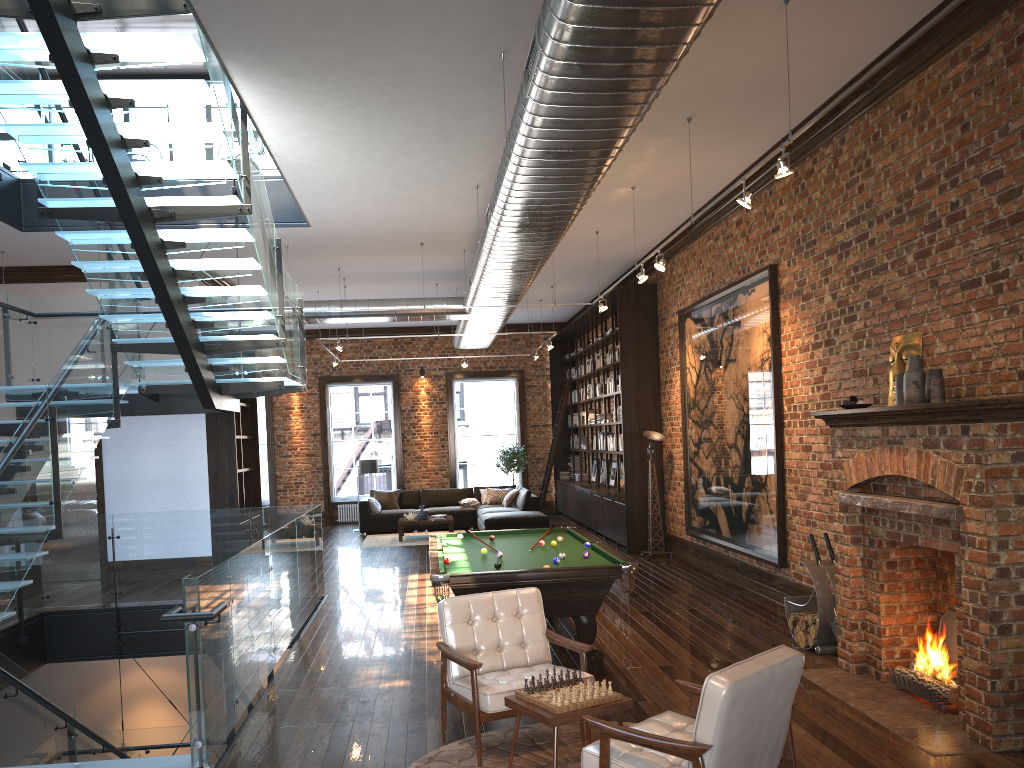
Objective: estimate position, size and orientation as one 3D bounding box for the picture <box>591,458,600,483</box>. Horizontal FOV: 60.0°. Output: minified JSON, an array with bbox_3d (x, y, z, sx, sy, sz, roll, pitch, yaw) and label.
[{"bbox_3d":[1.721,1.797,18.383,0.112,0.498,0.508,-2,-1,-6],"label":"picture"}]

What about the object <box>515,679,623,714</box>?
[{"bbox_3d":[0.280,1.557,4.436,0.387,0.028,0.389,0,-4,-30],"label":"object"}]

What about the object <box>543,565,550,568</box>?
[{"bbox_3d":[0.257,1.368,6.564,0.057,0.057,0.057,-3,-1,12],"label":"object"}]

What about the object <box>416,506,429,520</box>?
[{"bbox_3d":[-1.672,2.395,16.497,0.216,0.251,0.215,-3,-1,27],"label":"object"}]

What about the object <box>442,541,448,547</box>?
[{"bbox_3d":[-0.638,1.516,8.403,0.057,0.057,0.057,-2,-1,-7],"label":"object"}]

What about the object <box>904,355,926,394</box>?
[{"bbox_3d":[2.738,-0.020,6.024,0.145,0.350,0.145,-2,1,31],"label":"object"}]

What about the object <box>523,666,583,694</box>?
[{"bbox_3d":[0.212,1.504,4.546,0.334,0.101,0.076,-1,-1,-30],"label":"object"}]

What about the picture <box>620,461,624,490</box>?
[{"bbox_3d":[1.979,1.624,15.698,0.112,0.498,0.508,-2,-1,-6],"label":"picture"}]

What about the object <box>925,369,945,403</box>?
[{"bbox_3d":[2.788,0.021,5.848,0.120,0.243,0.120,-2,0,14],"label":"object"}]

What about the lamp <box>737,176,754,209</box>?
[{"bbox_3d":[1.630,-1.341,6.222,0.114,0.230,0.113,-3,1,-31],"label":"lamp"}]

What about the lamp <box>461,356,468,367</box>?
[{"bbox_3d":[-1.006,-0.473,18.789,0.113,0.230,0.114,-3,1,-36],"label":"lamp"}]

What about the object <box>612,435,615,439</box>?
[{"bbox_3d":[1.880,1.058,15.975,0.166,0.283,0.015,-2,1,-5],"label":"object"}]

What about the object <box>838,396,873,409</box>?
[{"bbox_3d":[2.464,0.134,6.357,0.237,0.105,0.237,-3,-3,5],"label":"object"}]

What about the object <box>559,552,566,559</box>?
[{"bbox_3d":[0.410,1.403,7.237,0.057,0.057,0.057,-3,-1,34],"label":"object"}]

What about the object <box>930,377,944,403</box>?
[{"bbox_3d":[2.745,0.048,5.725,0.082,0.179,0.081,-2,1,37],"label":"object"}]

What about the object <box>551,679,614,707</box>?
[{"bbox_3d":[0.344,1.486,4.323,0.334,0.101,0.076,-1,-1,-30],"label":"object"}]

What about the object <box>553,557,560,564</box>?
[{"bbox_3d":[0.350,1.389,6.969,0.057,0.057,0.057,-2,-1,-1],"label":"object"}]

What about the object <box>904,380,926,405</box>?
[{"bbox_3d":[2.641,0.061,5.814,0.136,0.169,0.136,-3,-1,37],"label":"object"}]

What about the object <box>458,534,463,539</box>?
[{"bbox_3d":[-0.521,1.546,8.985,0.057,0.058,0.057,-2,-1,-5],"label":"object"}]

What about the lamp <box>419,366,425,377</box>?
[{"bbox_3d":[-2.044,-0.273,20.178,0.126,0.237,0.155,-2,0,-6],"label":"lamp"}]

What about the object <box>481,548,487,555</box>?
[{"bbox_3d":[-0.242,1.459,7.734,0.057,0.057,0.057,-3,-1,31],"label":"object"}]

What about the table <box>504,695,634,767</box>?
[{"bbox_3d":[0.287,1.813,4.435,0.516,0.495,0.463,-2,-1,-31],"label":"table"}]

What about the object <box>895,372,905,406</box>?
[{"bbox_3d":[2.733,0.039,6.172,0.118,0.250,0.118,-2,1,42],"label":"object"}]

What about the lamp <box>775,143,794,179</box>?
[{"bbox_3d":[1.696,-1.394,5.535,0.117,0.213,0.116,-2,0,36],"label":"lamp"}]

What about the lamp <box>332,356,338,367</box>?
[{"bbox_3d":[-3.480,-0.451,17.486,0.114,0.230,0.113,-2,1,35],"label":"lamp"}]

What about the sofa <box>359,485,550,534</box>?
[{"bbox_3d":[-1.235,2.486,17.147,3.498,0.804,3.454,-2,-3,-6],"label":"sofa"}]

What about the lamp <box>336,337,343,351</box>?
[{"bbox_3d":[-2.849,-0.652,14.596,0.114,0.230,0.113,-2,0,15],"label":"lamp"}]

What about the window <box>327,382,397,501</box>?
[{"bbox_3d":[-3.442,1.344,20.479,1.519,2.756,0.155,-2,1,-5],"label":"window"}]

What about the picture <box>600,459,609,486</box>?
[{"bbox_3d":[1.815,1.734,17.406,0.112,0.498,0.508,-2,-1,-6],"label":"picture"}]

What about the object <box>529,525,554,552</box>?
[{"bbox_3d":[0.294,1.480,8.576,0.028,0.072,1.606,-2,-3,10],"label":"object"}]

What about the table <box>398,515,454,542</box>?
[{"bbox_3d":[-1.603,2.695,16.580,1.000,0.345,1.002,-2,-3,-6],"label":"table"}]

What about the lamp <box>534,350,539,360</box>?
[{"bbox_3d":[0.498,-0.590,17.866,0.113,0.230,0.113,-2,1,34],"label":"lamp"}]

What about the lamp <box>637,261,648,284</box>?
[{"bbox_3d":[1.349,-1.152,9.149,0.114,0.230,0.113,-3,1,-26],"label":"lamp"}]

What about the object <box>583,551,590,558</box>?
[{"bbox_3d":[0.606,1.395,7.239,0.057,0.057,0.057,-3,-1,16],"label":"object"}]

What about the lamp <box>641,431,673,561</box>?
[{"bbox_3d":[2.054,1.574,12.638,0.425,1.829,0.505,-2,1,0],"label":"lamp"}]

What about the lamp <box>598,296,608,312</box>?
[{"bbox_3d":[1.149,-1.020,11.204,0.113,0.230,0.114,-2,0,9],"label":"lamp"}]

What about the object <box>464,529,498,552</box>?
[{"bbox_3d":[-0.298,1.501,8.520,0.028,0.072,1.608,-3,-3,-14],"label":"object"}]

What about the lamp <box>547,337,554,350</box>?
[{"bbox_3d":[0.690,-0.719,15.869,0.113,0.230,0.114,-3,1,-30],"label":"lamp"}]

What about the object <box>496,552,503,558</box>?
[{"bbox_3d":[-0.106,1.437,7.450,0.057,0.057,0.057,-2,-1,-35],"label":"object"}]

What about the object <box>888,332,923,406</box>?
[{"bbox_3d":[2.817,-0.091,6.430,0.125,0.536,0.409,-2,0,-6],"label":"object"}]

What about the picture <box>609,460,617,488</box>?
[{"bbox_3d":[1.895,1.680,16.567,0.112,0.498,0.508,-2,-1,-6],"label":"picture"}]

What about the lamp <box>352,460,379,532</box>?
[{"bbox_3d":[-3.021,2.293,18.167,0.688,1.468,0.418,-2,1,24],"label":"lamp"}]

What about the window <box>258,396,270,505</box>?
[{"bbox_3d":[-6.285,1.443,20.208,1.519,2.756,0.155,-2,1,-5],"label":"window"}]

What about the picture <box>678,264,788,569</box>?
[{"bbox_3d":[2.476,0.427,10.337,0.080,3.003,3.203,-2,-1,-6],"label":"picture"}]

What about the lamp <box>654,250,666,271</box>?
[{"bbox_3d":[1.414,-1.195,8.487,0.113,0.230,0.113,-2,1,24],"label":"lamp"}]

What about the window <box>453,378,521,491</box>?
[{"bbox_3d":[-0.596,1.244,20.750,1.519,2.756,0.155,-2,1,-5],"label":"window"}]
